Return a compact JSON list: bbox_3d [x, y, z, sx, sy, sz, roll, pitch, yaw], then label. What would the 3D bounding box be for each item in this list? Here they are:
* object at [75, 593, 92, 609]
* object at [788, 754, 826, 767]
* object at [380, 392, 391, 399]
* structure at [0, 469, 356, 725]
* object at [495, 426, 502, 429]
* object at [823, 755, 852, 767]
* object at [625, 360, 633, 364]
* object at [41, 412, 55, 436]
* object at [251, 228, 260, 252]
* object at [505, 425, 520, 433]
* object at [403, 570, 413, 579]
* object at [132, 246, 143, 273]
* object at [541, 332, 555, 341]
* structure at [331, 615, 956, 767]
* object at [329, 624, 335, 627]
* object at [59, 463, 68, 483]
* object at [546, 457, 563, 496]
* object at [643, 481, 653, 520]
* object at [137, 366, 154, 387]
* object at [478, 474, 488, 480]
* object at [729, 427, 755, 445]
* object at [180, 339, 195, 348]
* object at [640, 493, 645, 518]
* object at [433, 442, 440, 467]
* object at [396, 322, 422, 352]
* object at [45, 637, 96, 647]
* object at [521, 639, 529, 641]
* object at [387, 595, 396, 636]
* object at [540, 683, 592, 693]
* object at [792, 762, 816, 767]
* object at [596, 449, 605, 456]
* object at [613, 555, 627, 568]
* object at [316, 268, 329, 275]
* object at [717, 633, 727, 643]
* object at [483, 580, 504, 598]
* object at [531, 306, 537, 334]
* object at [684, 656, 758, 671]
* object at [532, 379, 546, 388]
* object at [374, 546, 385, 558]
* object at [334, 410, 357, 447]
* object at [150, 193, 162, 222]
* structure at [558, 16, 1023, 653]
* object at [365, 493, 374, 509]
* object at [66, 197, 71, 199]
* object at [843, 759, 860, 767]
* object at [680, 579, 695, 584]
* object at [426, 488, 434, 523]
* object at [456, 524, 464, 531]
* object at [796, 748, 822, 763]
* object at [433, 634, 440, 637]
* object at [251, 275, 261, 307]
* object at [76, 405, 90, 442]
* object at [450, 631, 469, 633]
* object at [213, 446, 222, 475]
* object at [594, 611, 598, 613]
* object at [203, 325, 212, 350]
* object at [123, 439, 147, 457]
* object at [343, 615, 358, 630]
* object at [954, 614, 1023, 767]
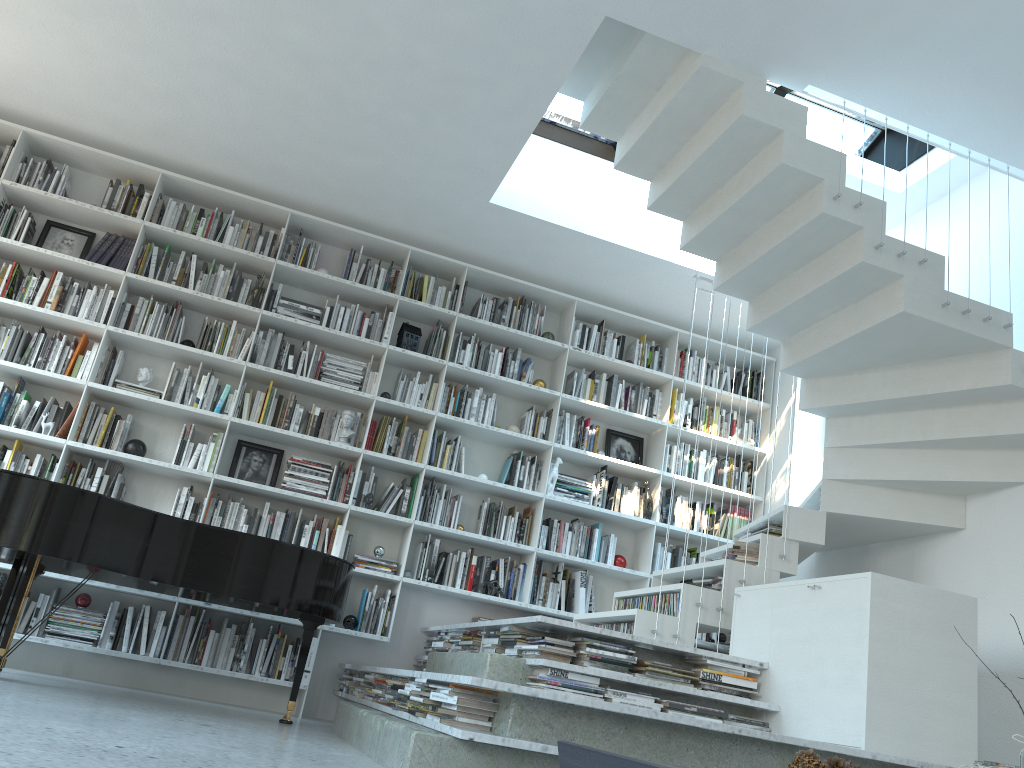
[{"bbox_3d":[-2.471,1.250,5.112,0.086,0.087,0.086,24,-24,-35],"label":"object"},{"bbox_3d":[0.655,0.875,1.965,0.110,0.101,0.114,22,-23,-31],"label":"object"},{"bbox_3d":[-0.847,0.089,5.931,0.071,0.072,0.072,-2,-23,32],"label":"object"},{"bbox_3d":[-1.752,1.066,4.223,1.920,0.829,1.338,15,-20,-14],"label":"structure"},{"bbox_3d":[-0.101,0.328,6.197,0.068,0.068,0.068,24,-24,-35],"label":"object"},{"bbox_3d":[0.726,0.887,1.980,0.094,0.108,0.108,-7,-25,40],"label":"object"},{"bbox_3d":[0.869,-0.142,6.593,0.071,0.072,0.072,-2,-23,32],"label":"object"},{"bbox_3d":[-2.722,0.238,5.184,0.082,0.139,0.044,22,-22,-29],"label":"object"},{"bbox_3d":[-1.755,-0.919,6.026,0.010,0.246,0.157,15,-20,-14],"label":"object"},{"bbox_3d":[0.003,0.344,6.253,0.112,0.112,0.111,24,-24,-35],"label":"object"},{"bbox_3d":[-0.678,1.241,5.744,0.071,0.072,0.072,-2,-23,32],"label":"object"},{"bbox_3d":[-2.429,-0.751,5.749,0.012,0.253,0.161,15,-20,-14],"label":"object"},{"bbox_3d":[0.259,-0.327,6.438,0.104,0.105,0.104,-2,-23,32],"label":"object"},{"bbox_3d":[0.623,1.705,4.519,2.901,0.657,3.122,15,-20,-14],"label":"structure"},{"bbox_3d":[-1.086,1.375,5.438,0.053,0.224,0.046,11,-19,-3],"label":"object"},{"bbox_3d":[-2.678,0.609,5.271,0.012,0.253,0.161,15,-20,-14],"label":"object"},{"bbox_3d":[0.283,0.640,6.090,0.087,0.287,0.075,4,-20,19],"label":"object"},{"bbox_3d":[0.962,0.834,6.287,0.087,0.287,0.075,4,-20,19],"label":"object"},{"bbox_3d":[-2.313,-0.041,5.579,0.095,0.156,0.121,11,-19,-1],"label":"object"},{"bbox_3d":[-0.201,0.648,6.045,0.071,0.072,0.072,-2,-23,32],"label":"object"},{"bbox_3d":[1.728,0.407,6.688,0.203,0.136,0.095,10,-19,1],"label":"object"},{"bbox_3d":[-2.077,-0.237,5.673,0.097,0.098,0.097,-2,-23,32],"label":"object"},{"bbox_3d":[0.914,0.906,6.402,0.022,0.211,0.179,15,-20,-14],"label":"object"},{"bbox_3d":[-0.530,0.510,6.030,0.013,0.207,0.140,15,-20,-14],"label":"object"},{"bbox_3d":[-0.714,-0.302,6.121,0.135,0.247,0.136,19,-21,-24],"label":"object"},{"bbox_3d":[-2.518,1.475,5.069,0.254,0.007,0.161,14,-20,-11],"label":"object"},{"bbox_3d":[0.082,1.220,4.184,0.142,0.006,0.204,16,-20,-16],"label":"object"},{"bbox_3d":[-0.770,1.466,5.582,0.011,0.259,0.142,15,-20,-14],"label":"object"},{"bbox_3d":[0.212,1.262,3.682,0.204,0.004,0.140,14,-20,-11],"label":"object"},{"bbox_3d":[0.622,0.854,1.900,0.082,0.084,0.083,10,-19,0],"label":"object"},{"bbox_3d":[0.625,0.516,6.387,0.091,0.092,0.092,-2,-23,32],"label":"object"},{"bbox_3d":[0.745,1.256,6.219,0.115,0.116,0.115,24,-24,-35],"label":"object"},{"bbox_3d":[-1.307,-0.742,6.079,0.105,0.105,0.105,24,-24,-35],"label":"object"},{"bbox_3d":[1.501,1.821,6.352,0.071,0.072,0.072,-2,-23,32],"label":"object"},{"bbox_3d":[-0.117,1.325,5.750,0.161,0.113,0.065,20,-21,-26],"label":"object"},{"bbox_3d":[0.138,-0.420,6.531,0.006,0.296,0.130,15,-20,-14],"label":"object"},{"bbox_3d":[0.952,1.268,4.051,0.284,0.030,0.177,15,-20,-14],"label":"object"},{"bbox_3d":[0.195,0.016,6.324,0.101,0.101,0.100,24,-24,-35],"label":"object"},{"bbox_3d":[-0.846,1.068,5.649,0.071,0.072,0.072,-2,-23,32],"label":"object"},{"bbox_3d":[-1.077,0.293,5.755,0.138,0.243,0.138,-5,-25,38],"label":"object"},{"bbox_3d":[-2.365,-1.106,5.874,0.012,0.284,0.160,15,-20,-14],"label":"object"},{"bbox_3d":[1.157,0.067,4.755,2.615,3.369,1.960,15,-20,-14],"label":"structure"},{"bbox_3d":[-0.914,0.750,5.652,0.054,0.113,0.079,16,-20,-15],"label":"object"},{"bbox_3d":[-2.850,-1.155,5.680,0.083,0.083,0.082,24,-24,-35],"label":"object"},{"bbox_3d":[0.791,0.931,2.069,0.099,0.102,0.097,-8,-27,42],"label":"object"},{"bbox_3d":[1.111,1.196,5.295,0.161,0.025,0.175,14,-20,-10],"label":"object"},{"bbox_3d":[-0.567,0.836,5.942,0.007,0.265,0.135,15,-20,-14],"label":"object"},{"bbox_3d":[-0.355,0.977,5.936,0.071,0.072,0.072,-2,-23,32],"label":"object"},{"bbox_3d":[0.682,0.894,2.044,0.090,0.105,0.098,8,-19,6],"label":"object"},{"bbox_3d":[-0.415,1.627,5.682,0.131,0.024,0.291,15,-20,-12],"label":"object"},{"bbox_3d":[-1.675,-0.595,5.802,0.075,0.254,0.075,24,-23,-34],"label":"object"},{"bbox_3d":[-2.607,0.269,5.407,0.012,0.269,0.131,15,-20,-14],"label":"object"},{"bbox_3d":[-0.243,1.449,5.138,0.159,0.007,0.286,17,-21,-17],"label":"object"},{"bbox_3d":[-1.862,0.503,5.600,0.017,0.215,0.104,15,-20,-14],"label":"object"},{"bbox_3d":[0.575,1.594,6.089,0.071,0.072,0.072,-2,-23,32],"label":"object"},{"bbox_3d":[-1.988,-0.257,5.765,0.010,0.224,0.143,15,-20,-14],"label":"object"},{"bbox_3d":[-2.307,0.404,5.430,0.133,0.135,0.134,-2,-23,32],"label":"object"},{"bbox_3d":[-0.996,1.472,5.466,0.093,0.094,0.094,-2,-23,32],"label":"object"},{"bbox_3d":[1.171,0.702,1.918,0.309,0.520,0.437,5,-20,14],"label":"object"}]
